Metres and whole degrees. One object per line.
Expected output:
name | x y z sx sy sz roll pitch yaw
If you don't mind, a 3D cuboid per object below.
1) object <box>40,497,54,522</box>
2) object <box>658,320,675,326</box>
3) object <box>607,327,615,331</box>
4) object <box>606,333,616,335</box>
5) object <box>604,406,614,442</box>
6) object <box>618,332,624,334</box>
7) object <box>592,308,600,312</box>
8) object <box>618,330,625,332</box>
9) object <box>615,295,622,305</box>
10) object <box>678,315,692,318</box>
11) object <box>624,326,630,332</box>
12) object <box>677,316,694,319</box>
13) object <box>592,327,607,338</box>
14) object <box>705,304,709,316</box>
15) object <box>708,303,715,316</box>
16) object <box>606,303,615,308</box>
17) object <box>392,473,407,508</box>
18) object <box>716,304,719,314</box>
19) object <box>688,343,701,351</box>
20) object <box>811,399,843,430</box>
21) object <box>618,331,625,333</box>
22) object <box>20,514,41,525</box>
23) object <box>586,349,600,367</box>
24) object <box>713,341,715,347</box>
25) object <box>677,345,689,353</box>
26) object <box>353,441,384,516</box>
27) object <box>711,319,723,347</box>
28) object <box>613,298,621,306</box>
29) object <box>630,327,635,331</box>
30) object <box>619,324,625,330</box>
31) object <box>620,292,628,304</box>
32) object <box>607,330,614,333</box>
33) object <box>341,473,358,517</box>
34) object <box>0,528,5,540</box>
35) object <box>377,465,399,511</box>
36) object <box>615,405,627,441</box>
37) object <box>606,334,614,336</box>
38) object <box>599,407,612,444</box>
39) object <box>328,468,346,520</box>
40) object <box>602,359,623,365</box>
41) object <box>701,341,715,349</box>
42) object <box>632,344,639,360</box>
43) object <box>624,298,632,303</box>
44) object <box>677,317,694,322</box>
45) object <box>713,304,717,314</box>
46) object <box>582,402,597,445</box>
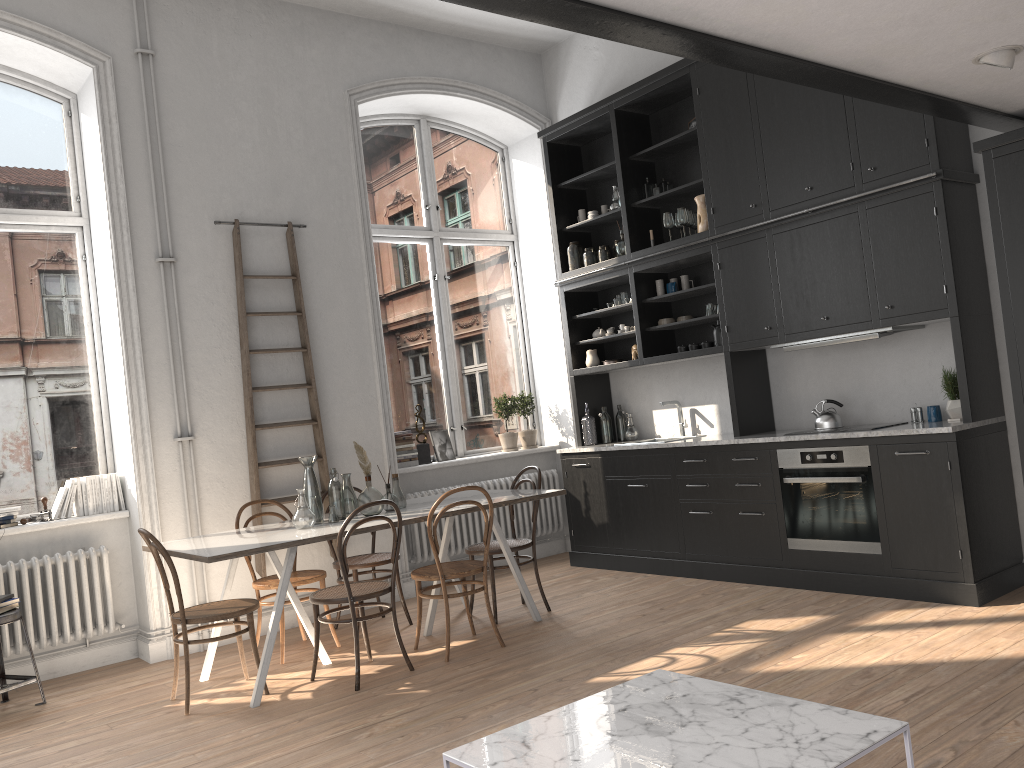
object | -2.868 0.769 5.452 0.088 0.153 0.048 -7 -2 22
object | -1.289 0.687 5.420 5.825 1.842 0.792 -5 -2 -33
object | 0.795 -0.436 7.180 0.055 0.047 0.058 -6 -2 -23
object | 0.799 -0.402 7.181 0.085 0.017 0.085 -5 -3 -42
object | 0.788 0.336 7.380 0.086 0.301 0.086 -6 -2 -23
object | 0.887 -0.403 7.051 0.085 0.015 0.085 -8 -2 39
object | 0.702 -0.605 7.396 0.071 0.047 0.071 -7 -2 0
object | 0.886 -0.416 7.051 0.085 0.016 0.085 -6 -2 -6
object | 0.869 -0.663 7.144 0.060 0.107 0.060 -7 -2 20
object | 1.306 -0.490 6.676 0.112 0.036 0.112 -7 -2 5
object | 0.905 -0.427 6.993 0.049 0.054 0.039 -6 -2 -12
object | 1.306 -0.482 6.676 0.124 0.036 0.123 -8 -2 40
object | 0.723 -0.418 7.322 0.125 0.100 0.140 -8 -2 34
object | 1.416 -0.526 6.389 0.058 0.094 0.058 -7 -2 2
object | 1.418 -0.529 6.317 0.058 0.094 0.058 -7 -2 2
object | 0.795 -0.625 7.122 0.071 0.047 0.071 -7 -2 0
object | -0.710 0.658 5.465 0.101 0.211 0.101 -7 -2 2
object | 1.473 -0.569 6.244 0.083 0.158 0.083 -8 -2 36
object | 1.315 -0.268 6.384 0.104 0.059 0.088 -8 -2 31
object | 2.017 0.190 5.675 0.171 0.186 0.171 -6 -2 -27
object | 0.886 -0.409 7.052 0.085 0.015 0.085 -8 -2 39
object | -2.964 0.832 5.442 0.088 0.048 0.153 -7 -2 2
object | 0.662 -0.207 7.270 0.116 0.144 0.127 -7 -2 31
object | 1.464 -0.284 6.423 0.104 0.059 0.088 -7 -2 16
object | 1.253 -0.259 6.478 0.104 0.059 0.088 -8 -2 41
object | -0.841 0.546 5.181 0.156 0.446 0.157 -6 -2 -20
object | 1.481 -0.359 6.233 0.124 0.191 0.129 -6 -2 -10
object | 0.839 -0.643 7.053 0.064 0.069 0.064 -7 -2 10
object | 0.961 -0.432 6.989 0.049 0.041 0.056 -7 -2 25
object | 0.880 -0.446 7.058 0.039 0.055 0.049 -6 -2 -17
object | 0.891 -0.670 7.004 0.060 0.107 0.060 -6 -2 -10
object | 0.797 -0.416 7.180 0.056 0.033 0.058 -7 -2 27
object | -0.974 0.660 5.270 0.100 0.255 0.098 -7 -2 29
object | -2.859 0.980 4.844 0.154 0.383 0.163 -7 -2 26
object | -0.747 0.623 5.344 0.106 0.283 0.107 -5 -2 -43
object | 0.903 0.322 7.336 0.086 0.301 0.086 -7 -1 8
object | 0.802 -0.389 7.179 0.085 0.015 0.085 -6 -2 -24
object | 0.761 0.336 7.259 0.086 0.301 0.086 -8 -2 38
object | -1.022 0.638 5.144 0.086 0.301 0.086 -8 -2 38
object | 0.819 -0.173 7.188 0.180 0.037 0.180 -8 -2 37
object | 1.393 -0.280 6.318 0.104 0.059 0.088 -5 -2 -29
object | 0.961 -0.244 6.856 0.069 0.123 0.173 -6 -2 -6
object | 0.912 -0.644 6.935 0.071 0.047 0.071 -7 -2 0
object | 1.307 -0.474 6.676 0.132 0.038 0.132 -7 -2 10
object | 1.487 -0.532 6.463 0.058 0.094 0.058 -7 -2 29
object | 0.625 0.324 7.238 0.109 0.349 0.109 -7 -2 33
